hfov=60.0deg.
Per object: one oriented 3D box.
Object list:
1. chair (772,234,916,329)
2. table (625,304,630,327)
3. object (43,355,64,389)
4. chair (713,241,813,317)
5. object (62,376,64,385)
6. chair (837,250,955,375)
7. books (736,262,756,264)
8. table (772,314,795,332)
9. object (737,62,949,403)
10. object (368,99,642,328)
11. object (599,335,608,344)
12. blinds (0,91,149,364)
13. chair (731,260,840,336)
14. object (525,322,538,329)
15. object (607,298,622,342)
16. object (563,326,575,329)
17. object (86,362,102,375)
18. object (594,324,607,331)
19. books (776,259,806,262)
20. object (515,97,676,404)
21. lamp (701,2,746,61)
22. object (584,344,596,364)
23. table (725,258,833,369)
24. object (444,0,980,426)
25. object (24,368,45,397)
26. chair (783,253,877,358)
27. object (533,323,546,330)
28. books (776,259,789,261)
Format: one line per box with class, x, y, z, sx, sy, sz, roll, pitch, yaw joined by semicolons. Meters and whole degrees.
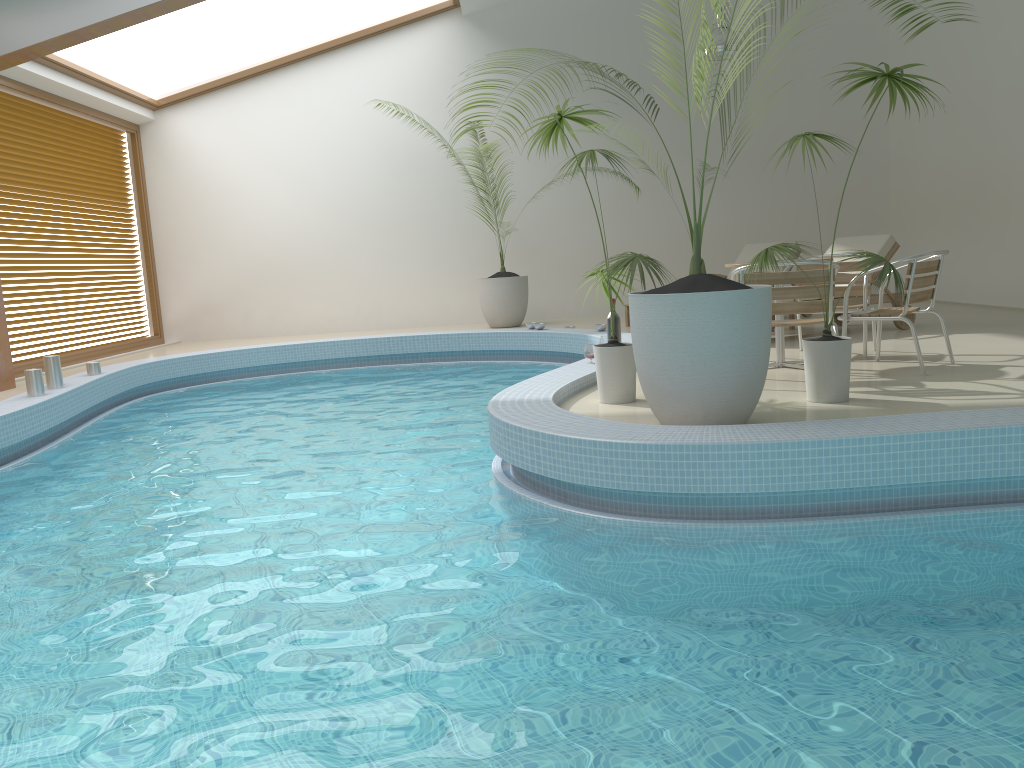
chair;2.606;-0.875;8.054;1.903;0.866;0.861;-7;8;-21
table;1.526;-0.802;10.286;0.283;0.255;0.320;-9;10;-37
object;-3.569;-0.092;6.902;0.115;0.254;0.115;3;10;41
chair;2.416;-1.104;9.817;1.903;0.866;0.861;-9;10;-37
object;-3.673;-0.042;7.124;0.115;0.107;0.115;-10;10;-40
chair;2.434;-0.468;5.639;0.563;0.727;0.618;4;11;43
books;1.602;-0.807;5.902;0.166;0.004;0.241;3;10;42
table;2.576;-0.663;8.776;0.283;0.255;0.320;-7;8;-21
object;1.701;-0.762;4.605;1.059;1.695;0.791;2;10;36
object;-0.009;-2.213;11.283;2.979;2.960;2.729;-9;9;-34
object;0.732;-0.311;6.919;0.102;0.137;0.102;-2;8;9
blinds;-5.283;-1.723;10.216;0.095;2.921;4.414;-4;8;1
chair;1.655;-0.384;5.385;0.618;0.727;0.563;-2;8;13
object;0.220;-0.643;9.832;0.140;0.069;0.140;-8;9;-30
object;0.755;-0.417;6.573;0.109;0.435;0.109;2;10;35
object;0.649;-0.617;10.032;0.140;0.069;0.140;-8;9;-30
object;-3.691;-0.137;7.826;0.115;0.107;0.115;-10;10;-40
object;0.903;-0.569;8.976;0.140;0.069;0.140;-8;9;-30
books;1.824;-0.821;5.899;0.166;0.004;0.241;3;10;42
object;0.470;-0.739;5.011;0.791;1.695;1.059;-5;8;-12
lamp;2.265;-4.563;9.580;0.506;1.958;0.505;-4;8;1
object;0.562;-0.216;6.308;0.102;0.137;0.102;-2;8;9
table;1.820;-0.473;6.035;0.700;0.720;0.700;-1;8;20
object;0.796;-1.298;4.234;2.979;2.960;2.729;-1;8;18
object;-3.489;-0.010;6.483;0.115;0.194;0.115;3;10;41
chair;2.319;-0.579;6.499;0.618;0.727;0.563;1;9;33
object;0.303;-0.626;9.669;0.140;0.069;0.140;-8;9;-30
books;1.718;-0.819;5.900;0.166;0.004;0.241;3;10;42
